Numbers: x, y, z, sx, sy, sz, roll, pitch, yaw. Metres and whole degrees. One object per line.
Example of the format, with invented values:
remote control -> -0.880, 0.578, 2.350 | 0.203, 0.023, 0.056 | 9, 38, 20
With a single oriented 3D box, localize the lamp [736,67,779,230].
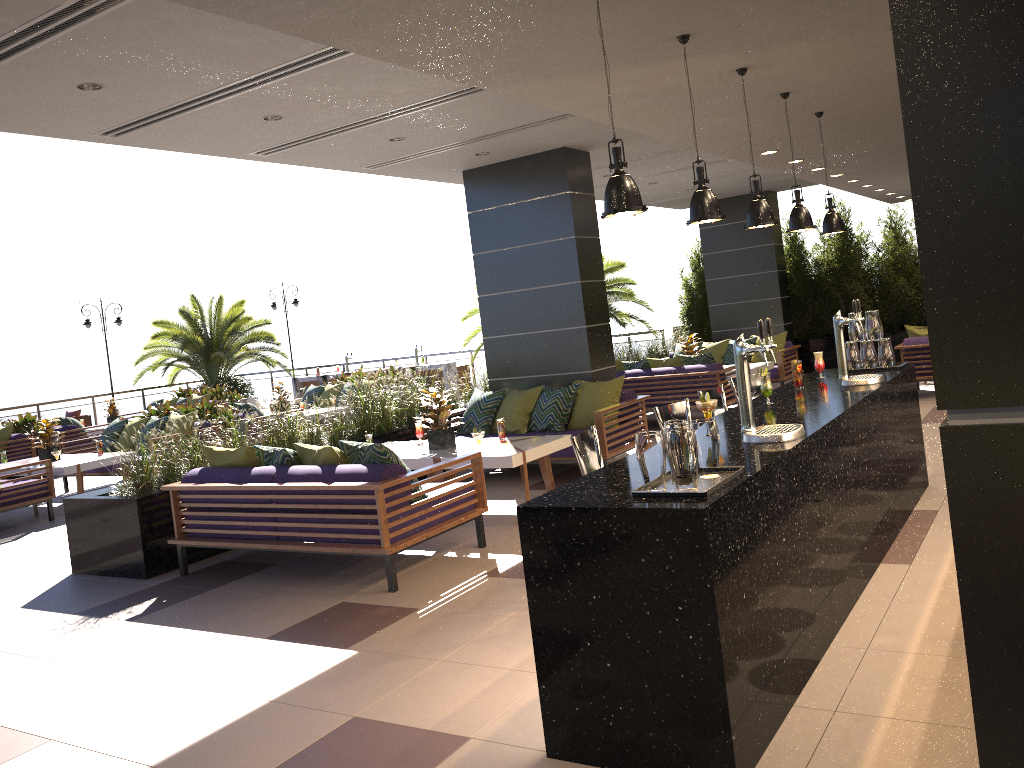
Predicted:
lamp -> 1.300, -1.278, 4.797 | 0.163, 0.864, 0.162 | -7, 1, -15

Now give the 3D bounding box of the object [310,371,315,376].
object -> -4.608, -0.198, 20.450 | 0.105, 0.209, 0.105 | -7, 1, 8

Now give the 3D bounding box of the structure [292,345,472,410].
structure -> -2.933, -0.084, 19.298 | 4.388, 1.327, 0.808 | -5, 2, 33

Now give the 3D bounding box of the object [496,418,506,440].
object -> -0.088, 0.389, 7.651 | 0.067, 0.189, 0.084 | -7, 1, -32

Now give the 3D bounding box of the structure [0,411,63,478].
structure -> -8.417, 1.070, 14.920 | 2.242, 1.171, 0.717 | -5, 2, 29

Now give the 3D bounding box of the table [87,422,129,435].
table -> -7.317, 1.040, 16.482 | 2.031, 0.553, 0.946 | -5, 4, 33

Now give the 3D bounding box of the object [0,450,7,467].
object -> -6.249, 0.910, 10.885 | 0.068, 0.211, 0.069 | -7, 1, 21

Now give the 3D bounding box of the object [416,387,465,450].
object -> -0.640, 0.291, 7.603 | 0.429, 0.526, 0.427 | -5, 3, 45

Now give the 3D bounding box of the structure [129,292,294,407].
structure -> -7.418, -0.707, 21.956 | 3.799, 3.301, 3.758 | -7, 2, 0

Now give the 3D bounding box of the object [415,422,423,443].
object -> -0.856, 0.451, 8.186 | 0.068, 0.181, 0.069 | -7, 1, 16

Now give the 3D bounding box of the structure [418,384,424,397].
structure -> -1.524, 0.346, 15.159 | 0.100, 0.700, 0.181 | -7, 1, 33

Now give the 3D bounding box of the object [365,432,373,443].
object -> -1.236, 0.517, 7.687 | 0.068, 0.211, 0.069 | -7, 1, 16

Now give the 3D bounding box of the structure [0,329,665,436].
structure -> -6.742, 0.917, 13.524 | 12.880, 1.058, 17.580 | -4, 5, 33

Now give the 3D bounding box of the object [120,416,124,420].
object -> -7.000, 0.666, 15.911 | 0.067, 0.189, 0.084 | -7, 1, -27

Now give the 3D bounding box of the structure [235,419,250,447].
structure -> -3.596, 0.827, 11.875 | 0.100, 0.700, 0.181 | -7, 1, 33

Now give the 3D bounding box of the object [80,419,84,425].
object -> -8.024, 0.753, 16.530 | 0.068, 0.181, 0.069 | -7, 1, 21

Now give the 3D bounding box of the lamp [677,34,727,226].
lamp -> 0.843, -1.172, 4.073 | 0.163, 0.864, 0.162 | -7, 1, -15

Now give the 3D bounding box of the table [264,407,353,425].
table -> -3.574, 0.747, 14.082 | 2.031, 0.553, 0.946 | -5, 4, 33

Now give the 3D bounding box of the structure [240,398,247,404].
structure -> -5.286, 0.641, 17.570 | 0.100, 0.700, 0.181 | -7, 1, 33

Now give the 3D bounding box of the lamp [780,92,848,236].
lamp -> 1.992, -1.439, 5.895 | 0.192, 0.863, 1.086 | -7, 2, 33

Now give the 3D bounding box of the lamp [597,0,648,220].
lamp -> 0.371, -1.063, 3.325 | 0.163, 0.864, 0.162 | -7, 1, -15

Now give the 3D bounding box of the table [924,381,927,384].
table -> 6.671, -0.361, 11.953 | 2.031, 0.553, 0.945 | -5, 4, 33

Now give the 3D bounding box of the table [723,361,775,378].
table -> 2.645, 0.080, 12.710 | 2.031, 0.553, 0.945 | -5, 4, 33

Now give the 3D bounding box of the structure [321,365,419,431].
structure -> -2.539, 0.292, 15.770 | 2.244, 1.171, 0.740 | -5, 2, 34

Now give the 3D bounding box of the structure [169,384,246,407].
structure -> -6.341, 0.592, 18.167 | 2.244, 1.171, 0.740 | -5, 2, 34

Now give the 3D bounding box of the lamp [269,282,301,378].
lamp -> -5.727, -0.994, 22.855 | 1.118, 3.326, 0.265 | -6, 1, 33

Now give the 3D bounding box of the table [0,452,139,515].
table -> -5.599, 1.216, 10.873 | 2.031, 0.553, 0.945 | -5, 4, 33

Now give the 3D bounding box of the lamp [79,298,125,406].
lamp -> -9.560, -0.397, 21.016 | 0.263, 3.326, 1.126 | -7, 1, 33

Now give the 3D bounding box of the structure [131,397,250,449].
structure -> -4.601, 0.771, 12.496 | 2.412, 1.172, 0.704 | -5, 2, 34

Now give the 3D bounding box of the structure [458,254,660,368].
structure -> 0.811, -1.356, 16.750 | 3.807, 3.301, 3.751 | -8, 2, -15

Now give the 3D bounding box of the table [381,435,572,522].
table -> -0.570, 0.825, 7.615 | 2.031, 0.553, 0.945 | -5, 4, 33

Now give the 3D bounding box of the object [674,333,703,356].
object -> 2.578, -0.455, 12.708 | 0.426, 0.526, 0.429 | -9, 2, -40

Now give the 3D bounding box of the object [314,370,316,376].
object -> -4.553, -0.212, 20.551 | 0.105, 0.209, 0.105 | -7, 1, 8

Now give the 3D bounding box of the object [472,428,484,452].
object -> -0.265, 0.446, 7.095 | 0.106, 0.197, 0.105 | -8, 1, -29

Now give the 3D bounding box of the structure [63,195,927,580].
structure -> 0.044, -0.409, 5.619 | 7.794, 3.119, 24.836 | -5, 4, 33

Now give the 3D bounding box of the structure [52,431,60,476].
structure -> -7.358, 1.121, 14.287 | 0.100, 0.700, 0.181 | -7, 1, 33
